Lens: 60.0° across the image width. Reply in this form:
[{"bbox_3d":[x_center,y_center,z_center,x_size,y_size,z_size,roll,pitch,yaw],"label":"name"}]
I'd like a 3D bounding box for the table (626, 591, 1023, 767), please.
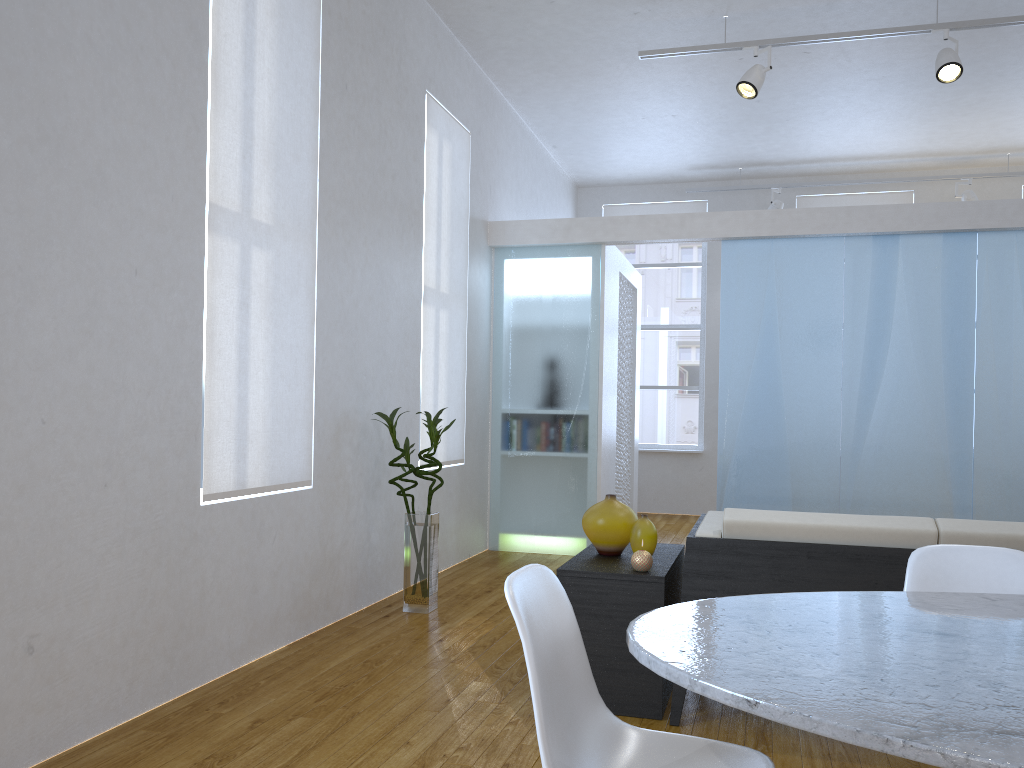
[{"bbox_3d":[1.100,0.705,1.163,1.909,0.622,1.071,1,-1,15],"label":"table"}]

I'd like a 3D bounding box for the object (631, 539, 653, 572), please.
[{"bbox_3d":[0.423,0.555,2.882,0.071,0.104,0.071,1,-1,43],"label":"object"}]

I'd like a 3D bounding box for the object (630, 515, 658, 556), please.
[{"bbox_3d":[0.456,0.534,3.074,0.096,0.160,0.095,1,-1,-33],"label":"object"}]

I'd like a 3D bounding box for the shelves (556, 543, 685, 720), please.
[{"bbox_3d":[0.408,0.842,3.183,0.349,0.451,0.730,1,-1,16],"label":"shelves"}]

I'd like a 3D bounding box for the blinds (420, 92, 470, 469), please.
[{"bbox_3d":[-0.393,-0.565,5.305,0.007,2.111,0.762,1,0,16],"label":"blinds"}]

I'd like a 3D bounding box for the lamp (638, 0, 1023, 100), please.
[{"bbox_3d":[2.234,-1.829,4.725,3.117,0.486,0.205,1,0,13],"label":"lamp"}]

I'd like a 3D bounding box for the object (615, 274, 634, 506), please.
[{"bbox_3d":[0.872,0.183,7.025,0.051,2.015,0.923,1,0,16],"label":"object"}]

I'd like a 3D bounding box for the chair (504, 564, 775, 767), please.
[{"bbox_3d":[0.206,0.485,1.412,0.419,0.351,0.406,1,-1,18],"label":"chair"}]

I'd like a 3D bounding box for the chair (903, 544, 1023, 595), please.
[{"bbox_3d":[0.908,0.507,1.659,0.405,0.351,0.419,1,-1,15],"label":"chair"}]

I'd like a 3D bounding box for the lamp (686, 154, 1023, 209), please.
[{"bbox_3d":[3.119,-1.711,7.834,3.118,0.486,0.197,1,0,14],"label":"lamp"}]

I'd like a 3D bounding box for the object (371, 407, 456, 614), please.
[{"bbox_3d":[-0.494,0.598,4.250,0.380,0.980,0.484,1,0,-12],"label":"object"}]

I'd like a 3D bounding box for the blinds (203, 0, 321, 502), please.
[{"bbox_3d":[-0.937,-0.637,3.396,0.007,2.110,0.762,1,0,16],"label":"blinds"}]

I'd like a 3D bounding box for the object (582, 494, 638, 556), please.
[{"bbox_3d":[0.357,0.509,3.212,0.207,0.215,0.207,2,-1,-33],"label":"object"}]

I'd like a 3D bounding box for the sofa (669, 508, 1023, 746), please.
[{"bbox_3d":[1.843,0.777,3.499,5.336,0.679,9.729,1,-2,16],"label":"sofa"}]
